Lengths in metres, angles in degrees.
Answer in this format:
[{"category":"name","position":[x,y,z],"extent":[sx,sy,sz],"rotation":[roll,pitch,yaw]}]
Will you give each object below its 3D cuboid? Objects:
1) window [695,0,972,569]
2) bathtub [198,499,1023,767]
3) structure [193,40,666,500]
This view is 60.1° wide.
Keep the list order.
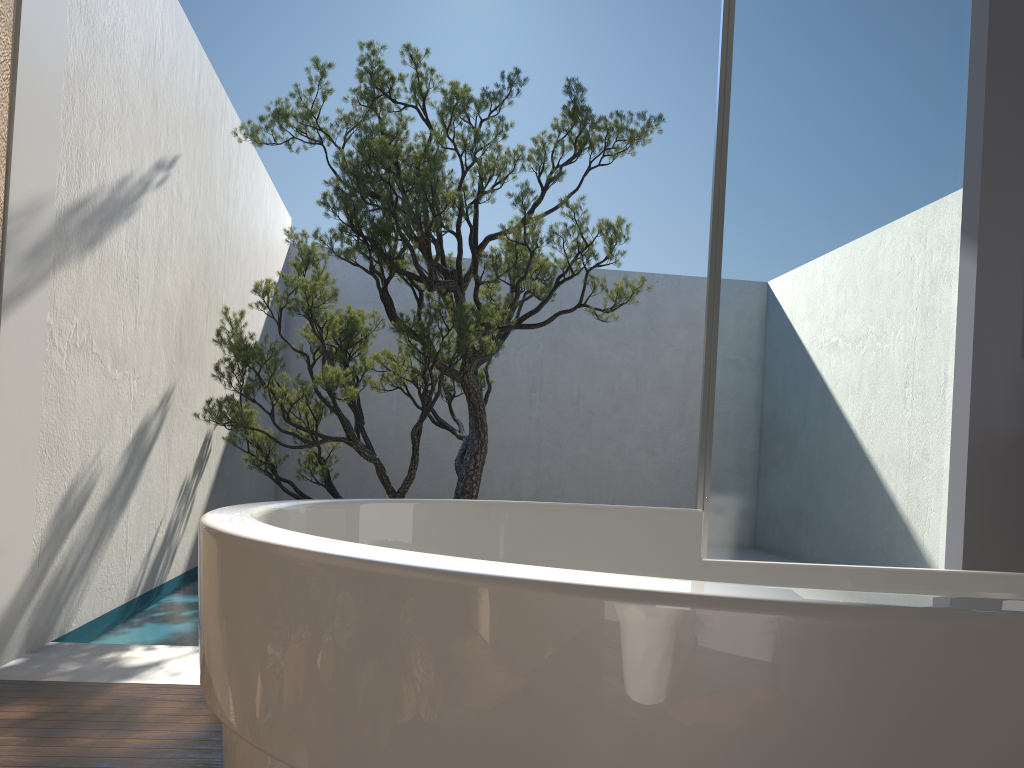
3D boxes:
[{"category":"window","position":[1.609,-0.369,3.126],"extent":[1.886,2.997,0.021],"rotation":[3,-1,-6]},{"category":"bathtub","position":[0.747,0.534,0.924],"extent":[2.100,0.710,0.915],"rotation":[4,-3,-7]},{"category":"structure","position":[-0.570,-0.251,5.703],"extent":[2.589,3.463,2.523],"rotation":[4,-2,-13]}]
